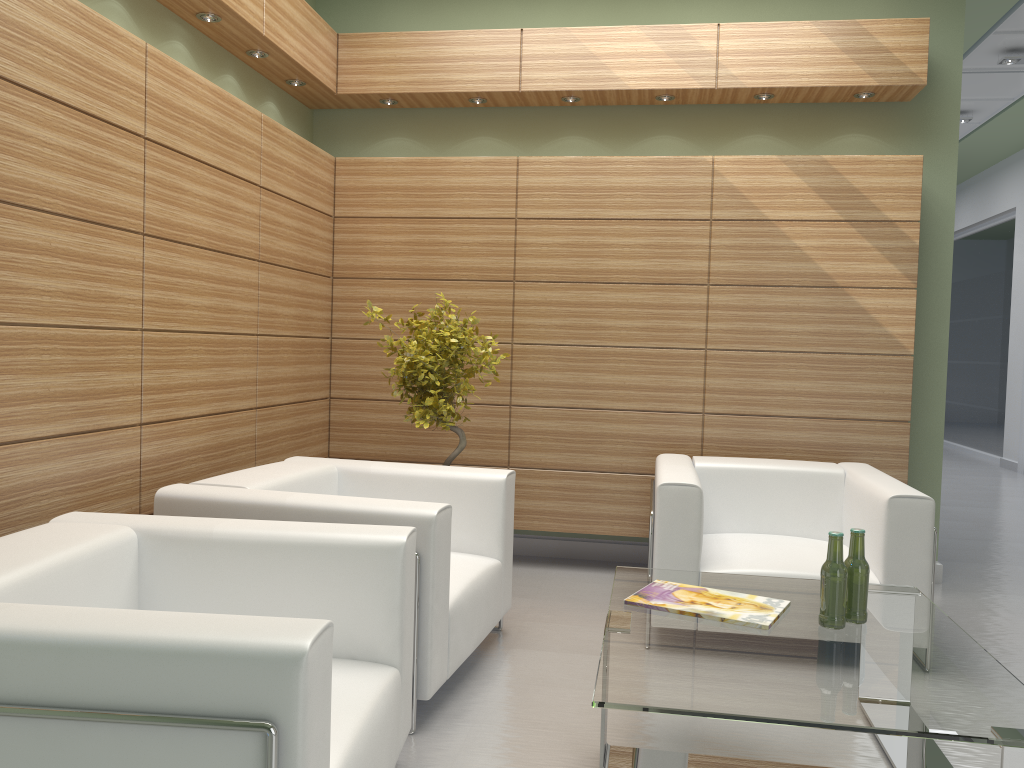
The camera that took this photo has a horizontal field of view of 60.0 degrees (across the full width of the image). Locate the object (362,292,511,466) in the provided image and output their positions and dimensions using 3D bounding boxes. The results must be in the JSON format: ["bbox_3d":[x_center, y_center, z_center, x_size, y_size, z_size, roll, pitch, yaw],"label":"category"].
[{"bbox_3d":[-0.712,0.500,7.452,1.201,2.565,1.116,1,3,-23],"label":"object"}]

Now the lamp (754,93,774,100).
[{"bbox_3d":[2.335,-2.688,8.216,0.181,0.074,0.181,0,3,-30],"label":"lamp"}]

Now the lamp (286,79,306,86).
[{"bbox_3d":[-2.006,-2.821,8.234,0.181,0.074,0.181,1,2,-8],"label":"lamp"}]

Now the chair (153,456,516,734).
[{"bbox_3d":[-1.034,1.229,5.873,1.769,1.234,1.894,2,2,14],"label":"chair"}]

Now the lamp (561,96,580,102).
[{"bbox_3d":[0.565,-2.753,8.498,0.181,0.074,0.181,0,3,-30],"label":"lamp"}]

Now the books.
[{"bbox_3d":[1.048,1.172,4.751,0.762,0.025,0.508,3,3,29],"label":"books"}]

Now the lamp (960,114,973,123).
[{"bbox_3d":[7.547,-4.595,15.277,0.657,0.159,0.286,2,2,9],"label":"lamp"}]

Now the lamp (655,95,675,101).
[{"bbox_3d":[1.444,-2.721,8.358,0.181,0.074,0.181,2,2,3],"label":"lamp"}]

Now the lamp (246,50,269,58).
[{"bbox_3d":[-2.134,-2.793,7.436,0.181,0.074,0.181,1,2,-19],"label":"lamp"}]

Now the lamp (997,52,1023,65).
[{"bbox_3d":[7.041,-4.484,12.132,0.657,0.159,0.286,2,2,9],"label":"lamp"}]

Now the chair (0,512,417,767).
[{"bbox_3d":[-1.419,1.310,3.582,1.802,1.234,1.894,2,2,4],"label":"chair"}]

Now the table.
[{"bbox_3d":[1.343,1.582,4.362,1.783,0.742,2.197,2,2,9],"label":"table"}]

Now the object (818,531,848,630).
[{"bbox_3d":[1.608,0.977,4.430,0.131,0.475,0.131,1,3,-26],"label":"object"}]

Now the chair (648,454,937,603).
[{"bbox_3d":[2.012,1.283,6.846,1.894,1.234,1.802,2,2,9],"label":"chair"}]

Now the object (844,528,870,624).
[{"bbox_3d":[1.755,0.978,4.529,0.131,0.475,0.131,1,3,-26],"label":"object"}]

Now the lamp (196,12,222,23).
[{"bbox_3d":[-2.265,-2.764,6.627,0.181,0.074,0.181,1,2,-8],"label":"lamp"}]

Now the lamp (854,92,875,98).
[{"bbox_3d":[3.209,-2.656,8.076,0.181,0.074,0.181,2,2,3],"label":"lamp"}]

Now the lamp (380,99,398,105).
[{"bbox_3d":[-1.220,-2.820,8.783,0.181,0.074,0.181,2,2,3],"label":"lamp"}]

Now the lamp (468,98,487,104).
[{"bbox_3d":[-0.333,-2.787,8.641,0.181,0.074,0.181,2,2,3],"label":"lamp"}]
